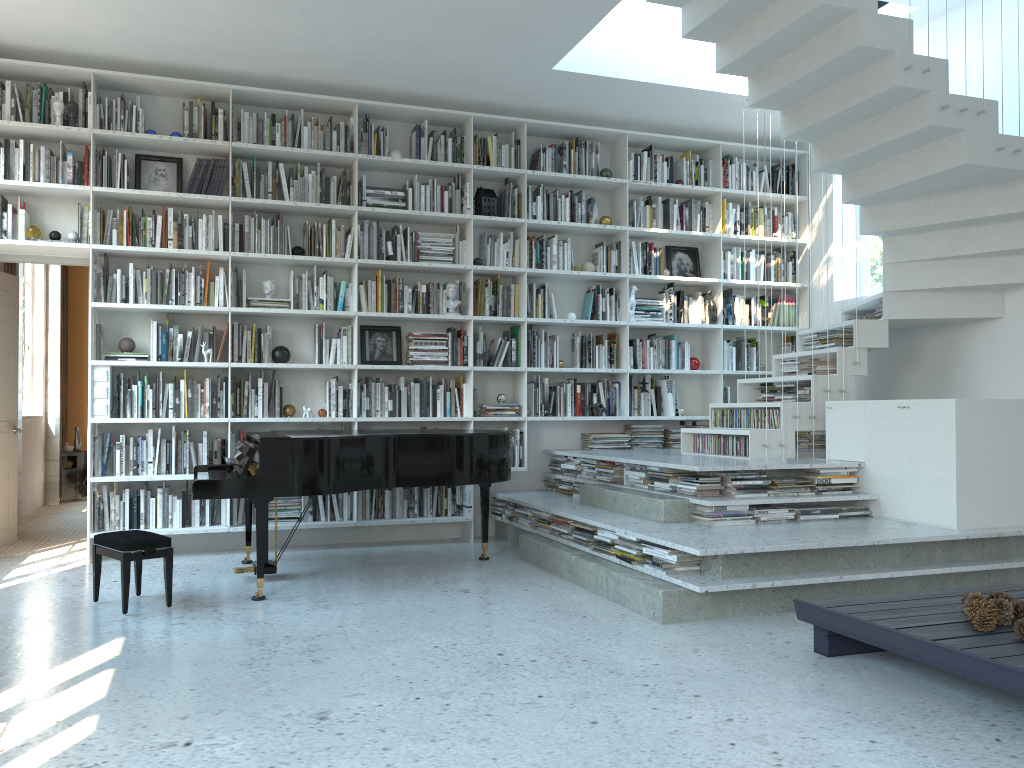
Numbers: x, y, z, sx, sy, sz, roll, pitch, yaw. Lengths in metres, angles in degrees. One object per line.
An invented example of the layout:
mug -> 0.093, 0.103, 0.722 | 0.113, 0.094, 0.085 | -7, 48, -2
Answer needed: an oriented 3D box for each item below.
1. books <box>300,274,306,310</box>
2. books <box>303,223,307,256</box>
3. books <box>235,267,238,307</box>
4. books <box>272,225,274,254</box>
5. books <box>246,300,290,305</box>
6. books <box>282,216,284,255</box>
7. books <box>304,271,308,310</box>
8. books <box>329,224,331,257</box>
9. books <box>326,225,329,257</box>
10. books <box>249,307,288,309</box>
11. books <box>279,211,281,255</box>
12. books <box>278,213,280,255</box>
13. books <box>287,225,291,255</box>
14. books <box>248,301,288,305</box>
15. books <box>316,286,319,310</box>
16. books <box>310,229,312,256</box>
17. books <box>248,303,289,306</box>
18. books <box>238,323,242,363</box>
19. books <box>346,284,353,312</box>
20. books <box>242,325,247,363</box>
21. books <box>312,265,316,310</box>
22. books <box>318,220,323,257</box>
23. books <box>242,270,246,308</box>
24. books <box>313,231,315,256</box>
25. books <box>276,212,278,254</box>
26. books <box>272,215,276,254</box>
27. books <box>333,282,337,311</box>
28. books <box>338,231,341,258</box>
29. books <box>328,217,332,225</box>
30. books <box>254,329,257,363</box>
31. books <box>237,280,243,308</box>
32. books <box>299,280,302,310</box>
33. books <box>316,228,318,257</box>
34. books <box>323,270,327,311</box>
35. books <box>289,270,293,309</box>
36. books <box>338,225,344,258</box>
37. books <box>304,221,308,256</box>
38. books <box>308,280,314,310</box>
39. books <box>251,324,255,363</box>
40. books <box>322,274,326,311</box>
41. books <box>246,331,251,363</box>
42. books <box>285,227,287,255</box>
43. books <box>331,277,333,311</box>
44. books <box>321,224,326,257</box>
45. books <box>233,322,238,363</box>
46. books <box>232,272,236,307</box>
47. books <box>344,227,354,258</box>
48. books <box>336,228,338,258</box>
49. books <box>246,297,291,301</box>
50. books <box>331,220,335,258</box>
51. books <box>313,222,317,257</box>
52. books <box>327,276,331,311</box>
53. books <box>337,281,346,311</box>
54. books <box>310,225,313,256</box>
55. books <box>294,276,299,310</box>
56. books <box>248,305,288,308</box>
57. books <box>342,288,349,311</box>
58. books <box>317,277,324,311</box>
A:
books -> -1.472, -0.631, 6.239 | 0.022, 0.267, 0.151 | 0, -1, -19
books -> -1.462, -0.993, 6.257 | 0.005, 0.254, 0.161 | 0, -1, -19
books -> -1.900, -0.650, 6.109 | 0.011, 0.298, 0.135 | 0, -1, -19
books -> -1.673, -0.980, 6.184 | 0.011, 0.226, 0.129 | 0, -1, -19
books -> -1.696, -0.567, 6.162 | 0.285, 0.012, 0.159 | 0, -2, -17
books -> -1.601, -1.011, 6.183 | 0.011, 0.287, 0.189 | 0, -1, -19
books -> -1.452, -0.641, 6.234 | 0.012, 0.286, 0.167 | 0, -1, -19
books -> -1.303, -0.992, 6.298 | 0.006, 0.253, 0.180 | 0, -1, -19
books -> -1.320, -0.992, 6.299 | 0.017, 0.253, 0.139 | 0, -1, -19
books -> -1.697, -0.517, 6.165 | 0.254, 0.012, 0.161 | 1, -2, -19
books -> -1.625, -1.032, 6.198 | 0.005, 0.331, 0.161 | 0, -1, -19
books -> -1.631, -1.025, 6.199 | 0.005, 0.316, 0.157 | 0, -1, -19
books -> -1.566, -0.982, 6.214 | 0.031, 0.232, 0.148 | 0, -1, -19
books -> -1.695, -0.555, 6.160 | 0.254, 0.012, 0.161 | 1, -2, -22
books -> -1.387, -0.591, 6.280 | 0.025, 0.189, 0.140 | 0, -1, -19
books -> -1.432, -0.974, 6.265 | 0.013, 0.216, 0.149 | 0, -1, -19
books -> -1.694, -0.542, 6.155 | 0.254, 0.012, 0.161 | 1, -2, -24
books -> -1.875, -0.271, 6.094 | 0.026, 0.275, 0.154 | 0, -1, -19
books -> -1.164, -0.603, 6.356 | 0.026, 0.217, 0.126 | 0, -1, -19
books -> -1.843, -0.265, 6.097 | 0.036, 0.263, 0.166 | 0, -1, -19
books -> -1.399, -0.662, 6.261 | 0.010, 0.329, 0.173 | 0, -1, -19
books -> -1.369, -1.009, 6.293 | 0.033, 0.287, 0.155 | 0, -1, -19
books -> -1.848, -0.640, 6.110 | 0.021, 0.278, 0.136 | 0, -1, -19
books -> -1.405, -0.966, 6.270 | 0.011, 0.200, 0.162 | 0, -1, -19
books -> -1.642, -1.028, 6.189 | 0.004, 0.321, 0.153 | 0, -1, -19
books -> -1.656, -1.013, 6.170 | 0.011, 0.291, 0.176 | 0, -1, -19
books -> -1.272, -0.605, 6.322 | 0.026, 0.219, 0.150 | 0, -1, -19
books -> -1.244, -0.971, 6.329 | 0.024, 0.216, 0.142 | 0, -1, -19
books -> -1.298, -1.017, 6.303 | 0.006, 0.303, 0.165 | 0, -1, -19
books -> -1.772, -0.255, 6.125 | 0.014, 0.244, 0.153 | 0, -1, -19
books -> -1.875, -0.606, 6.106 | 0.034, 0.209, 0.136 | 0, -1, -19
books -> -1.499, -0.611, 6.245 | 0.024, 0.227, 0.137 | 0, -1, -19
books -> -1.381, -0.975, 6.254 | 0.006, 0.216, 0.181 | 0, -1, -19
books -> -1.325, -0.647, 6.281 | 0.011, 0.300, 0.178 | 0, -1, -19
books -> -1.545, -0.641, 6.205 | 0.012, 0.285, 0.159 | 0, -1, -19
books -> -1.219, -0.992, 6.328 | 0.022, 0.257, 0.155 | 0, -1, -19
books -> -1.456, -1.004, 6.268 | 0.012, 0.276, 0.129 | 0, -1, -19
books -> -1.429, -0.609, 6.259 | 0.048, 0.224, 0.149 | 0, -1, -19
books -> -1.784, -0.271, 6.100 | 0.026, 0.274, 0.190 | 0, -1, -19
books -> -1.333, -0.629, 6.269 | 0.012, 0.265, 0.193 | 0, -1, -19
books -> -1.815, -0.247, 6.110 | 0.025, 0.228, 0.153 | 0, -1, -19
books -> -1.592, -0.975, 6.214 | 0.012, 0.218, 0.151 | 0, -1, -19
books -> -1.295, -0.623, 6.314 | 0.022, 0.256, 0.152 | 0, -1, -19
books -> -1.336, -0.988, 6.268 | 0.013, 0.243, 0.189 | 0, -1, -19
books -> -1.897, -0.276, 6.081 | 0.025, 0.284, 0.145 | 0, -1, -19
books -> -1.910, -0.630, 6.086 | 0.024, 0.257, 0.134 | 0, -1, -19
books -> -1.171, -0.982, 6.322 | 0.064, 0.237, 0.209 | 0, -1, -19
books -> -1.260, -0.978, 6.323 | 0.011, 0.229, 0.165 | 0, -1, -19
books -> -1.695, -0.579, 6.158 | 0.285, 0.012, 0.159 | 1, -2, -23
books -> -1.282, -1.006, 6.305 | 0.022, 0.284, 0.190 | 0, -1, -19
books -> -1.399, -0.999, 6.282 | 0.009, 0.266, 0.149 | 0, -1, -19
books -> -1.309, -0.626, 6.287 | 0.023, 0.259, 0.170 | 0, -1, -19
books -> -1.224, -0.609, 6.314 | 0.060, 0.227, 0.179 | 0, -1, -19
books -> -1.415, -0.985, 6.243 | 0.005, 0.236, 0.178 | 0, -1, -19
books -> -1.514, -0.622, 6.210 | 0.030, 0.247, 0.174 | 0, -1, -19
books -> -1.695, -0.530, 6.157 | 0.254, 0.012, 0.161 | 1, -2, -23
books -> -1.189, -0.585, 6.345 | 0.027, 0.181, 0.142 | 0, -1, -19
books -> -1.356, -0.620, 6.271 | 0.028, 0.247, 0.170 | 0, -1, -19
